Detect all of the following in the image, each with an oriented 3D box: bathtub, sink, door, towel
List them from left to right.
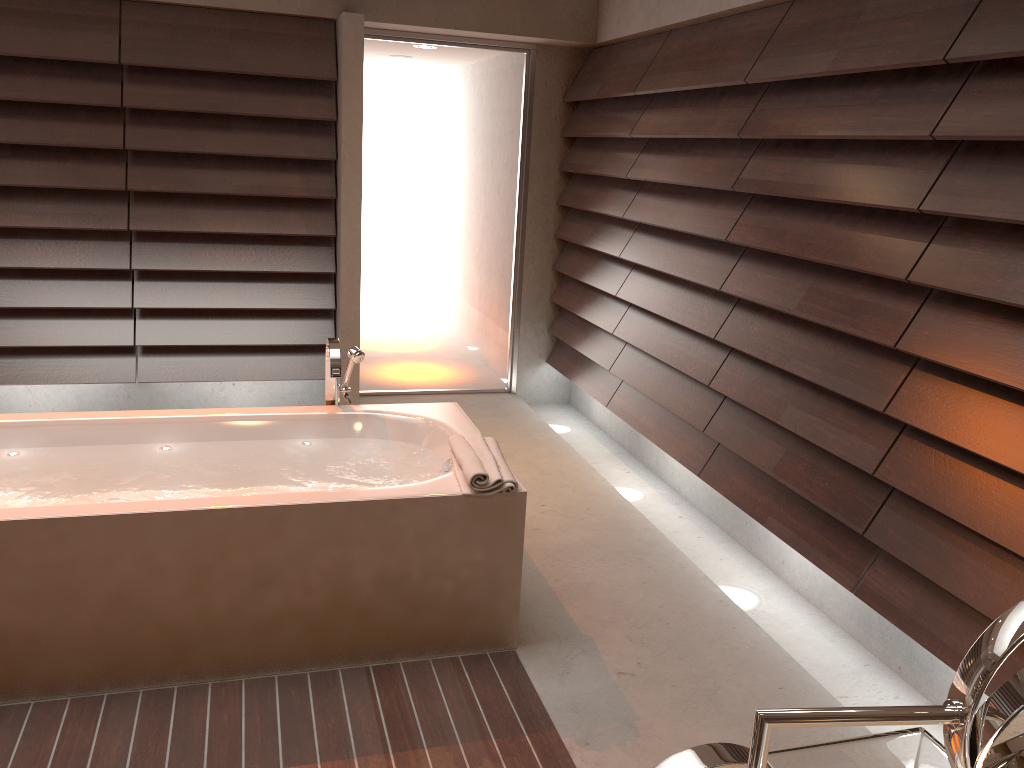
[{"bbox_3d":[-1.061,0.308,2.710,2.000,0.761,0.994,-1,15,-16],"label":"bathtub"},{"bbox_3d":[-0.415,-0.910,5.037,1.007,2.000,0.090,-1,15,-16],"label":"door"},{"bbox_3d":[-0.091,0.226,2.624,0.159,0.068,0.396,0,15,-11],"label":"towel"},{"bbox_3d":[0.288,0.469,0.807,0.486,0.357,0.340,-1,15,-16],"label":"sink"}]

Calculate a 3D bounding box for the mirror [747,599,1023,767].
[{"bbox_3d":[0.291,0.404,0.599,0.316,0.589,0.074,0,15,-14],"label":"mirror"}]
